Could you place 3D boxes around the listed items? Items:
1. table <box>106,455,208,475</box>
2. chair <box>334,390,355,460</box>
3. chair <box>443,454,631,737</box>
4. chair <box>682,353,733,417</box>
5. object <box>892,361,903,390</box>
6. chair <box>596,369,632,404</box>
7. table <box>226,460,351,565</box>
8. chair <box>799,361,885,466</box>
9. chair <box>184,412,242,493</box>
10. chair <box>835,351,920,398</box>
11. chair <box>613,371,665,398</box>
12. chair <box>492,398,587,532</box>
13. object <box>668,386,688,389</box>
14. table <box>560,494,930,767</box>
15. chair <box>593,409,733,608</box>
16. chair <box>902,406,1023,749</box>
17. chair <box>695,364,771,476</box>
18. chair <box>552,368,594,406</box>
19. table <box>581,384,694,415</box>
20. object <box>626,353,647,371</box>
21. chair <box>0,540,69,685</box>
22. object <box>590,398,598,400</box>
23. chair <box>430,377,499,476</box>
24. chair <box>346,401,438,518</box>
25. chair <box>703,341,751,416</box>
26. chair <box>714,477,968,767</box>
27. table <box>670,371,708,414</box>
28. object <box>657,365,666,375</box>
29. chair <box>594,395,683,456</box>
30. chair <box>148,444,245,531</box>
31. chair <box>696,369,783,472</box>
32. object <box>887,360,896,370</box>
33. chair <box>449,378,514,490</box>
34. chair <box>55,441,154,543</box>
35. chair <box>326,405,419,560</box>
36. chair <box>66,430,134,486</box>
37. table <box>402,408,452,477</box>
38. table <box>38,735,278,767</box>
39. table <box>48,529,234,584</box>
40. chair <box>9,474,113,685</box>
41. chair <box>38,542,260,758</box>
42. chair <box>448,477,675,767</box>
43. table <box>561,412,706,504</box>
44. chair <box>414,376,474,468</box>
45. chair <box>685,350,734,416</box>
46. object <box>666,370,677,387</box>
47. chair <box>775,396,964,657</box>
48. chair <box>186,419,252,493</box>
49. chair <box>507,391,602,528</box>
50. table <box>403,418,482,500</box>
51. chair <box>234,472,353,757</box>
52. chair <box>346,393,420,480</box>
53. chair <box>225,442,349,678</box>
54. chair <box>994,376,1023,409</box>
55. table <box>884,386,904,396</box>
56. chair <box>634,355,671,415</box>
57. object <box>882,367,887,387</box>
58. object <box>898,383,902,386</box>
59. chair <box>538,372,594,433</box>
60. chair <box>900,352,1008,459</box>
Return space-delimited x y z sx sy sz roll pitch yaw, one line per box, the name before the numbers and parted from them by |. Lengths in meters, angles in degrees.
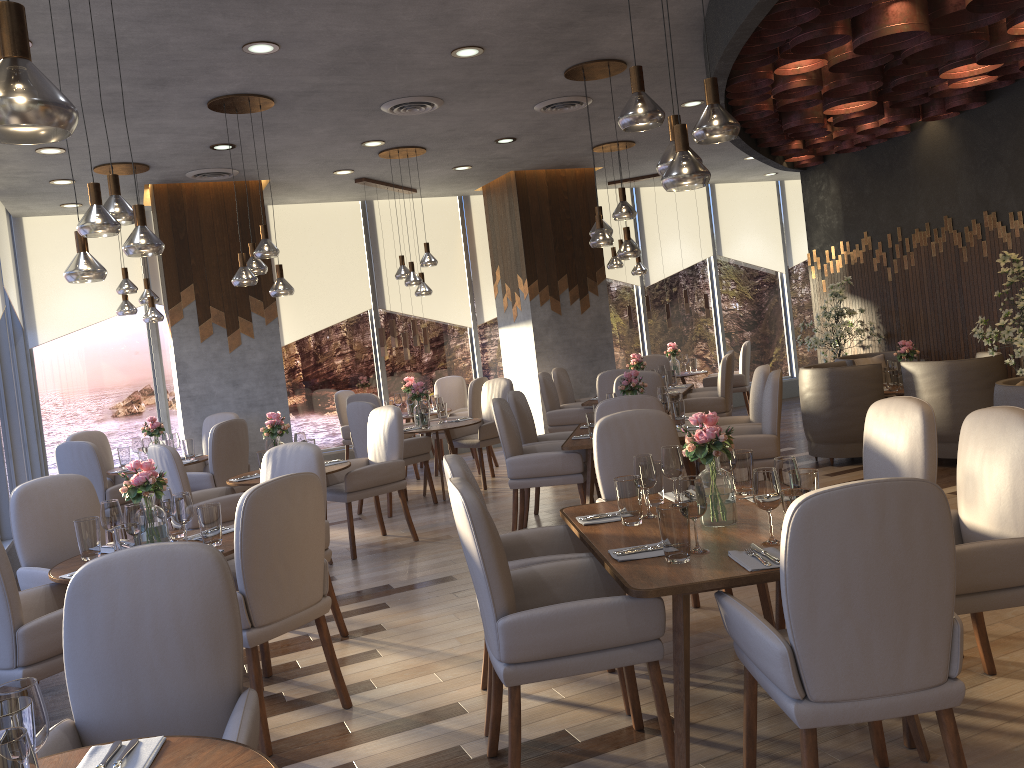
table | -2.972 1.010 7.579 0.835 0.661 0.833 -9 3 -36
chair | -1.619 0.544 9.989 0.599 0.999 0.529 -6 2 20
chair | 0.088 0.739 3.429 0.600 0.999 0.528 -7 2 -4
chair | 1.871 0.229 8.562 0.599 0.999 0.529 -6 2 21
object | 3.347 -0.074 7.678 0.092 0.244 0.092 -5 2 41
chair | 1.091 0.337 8.244 0.527 0.999 0.601 -6 2 20
table | -1.490 0.929 6.099 0.833 0.661 0.836 -5 3 27
chair | 2.832 0.250 7.705 0.595 0.836 0.775 -7 2 -3
chair | -2.750 0.788 8.054 0.527 0.999 0.601 -6 2 21
chair | 3.423 0.140 8.418 0.775 0.837 0.595 -7 2 -13
chair | 1.054 0.411 7.074 0.528 0.999 0.600 -6 2 8
chair | 0.215 0.565 6.094 0.599 0.999 0.529 -6 2 8
object | 1.687 0.035 9.185 0.255 0.019 0.158 -5 4 21
table | 0.781 0.837 3.232 0.965 0.665 1.308 -7 3 -6
chair | 0.675 0.634 4.053 0.528 0.999 0.600 -7 2 -9
chair | 1.467 0.606 3.006 0.600 0.999 0.528 -7 2 -4
chair | 1.605 0.388 6.404 0.599 0.999 0.529 -6 2 6
chair | 0.792 0.296 9.510 0.599 0.999 0.529 -6 2 20
table | 1.345 0.426 9.053 0.964 0.665 1.310 -6 3 18
object | 1.291 -0.108 9.065 0.210 0.415 0.198 -5 3 45
chair | -1.805 0.957 3.403 0.527 0.999 0.601 -5 2 29
object | 0.917 0.138 8.927 0.255 0.019 0.158 -5 4 19
chair | -0.523 0.446 9.523 0.599 0.999 0.529 -6 2 24
chair | -1.075 0.611 7.802 0.527 0.999 0.601 -5 3 43
chair | 2.699 -0.011 10.998 0.599 0.999 0.529 -6 2 20
chair | 0.885 0.709 2.395 0.528 0.999 0.600 -7 2 -4
table | 2.103 0.210 11.269 0.835 0.661 0.833 -8 3 -32
object | 1.579 -0.074 9.318 0.092 0.244 0.092 -7 2 -27
chair | 0.786 0.540 5.428 0.528 0.999 0.601 -6 2 13
chair | -1.950 0.836 5.714 0.601 0.999 0.527 -8 3 -42
chair | 1.520 0.431 5.842 0.599 0.999 0.529 -6 2 13
object | 3.389 -0.092 7.887 0.092 0.244 0.092 -5 2 44
chair | -0.263 0.469 8.624 0.527 0.999 0.601 -5 3 44
chair | -3.181 0.902 6.978 0.527 0.999 0.601 -6 2 21
chair | -1.078 0.691 6.471 0.601 0.999 0.527 -8 3 -41
chair | -3.492 0.892 7.741 0.599 0.999 0.529 -6 2 25
table | -1.046 0.658 9.800 0.834 0.661 0.835 -7 3 -3
table | -0.773 1.120 1.511 0.835 0.661 0.834 -8 3 -21
table | -1.528 1.064 3.895 0.835 0.661 0.833 -8 3 -24
chair | -1.994 0.931 4.205 0.599 0.999 0.529 -5 2 34
chair | -0.852 0.928 2.055 0.528 0.999 0.600 -7 2 -9
chair | 0.147 0.765 2.866 0.600 0.999 0.528 -7 2 -9
table | 0.931 0.640 6.261 0.964 0.665 1.309 -6 3 10
chair | -0.792 0.427 10.349 0.527 0.999 0.601 -6 2 24
chair | 2.027 0.178 9.109 0.599 0.999 0.529 -6 2 13
object | 1.687 -0.055 9.349 0.102 0.178 0.102 -8 3 -43
chair | 1.387 0.581 3.570 0.600 0.999 0.528 -7 2 -11
chair | -2.450 0.802 7.241 0.599 0.999 0.529 -6 2 24
chair | 0.321 0.520 6.649 0.599 0.999 0.529 -6 2 13
table | -0.659 0.708 8.203 0.833 0.661 0.836 -4 4 41
chair | -1.042 0.861 3.548 0.599 0.999 0.529 -5 2 33
chair | -1.354 0.561 9.190 0.527 0.999 0.601 -6 2 27
chair | -1.213 0.830 4.397 0.527 0.999 0.601 -5 2 30
chair | 3.048 0.390 4.944 0.595 0.836 0.776 -6 2 17
table | 3.523 0.306 7.772 0.835 0.561 0.833 -8 3 -30
chair | 1.565 0.189 9.826 0.528 0.999 0.601 -6 2 15
object | 3.322 -0.056 7.971 0.102 0.178 0.102 -6 2 2
object | 3.485 0.002 8.033 0.157 0.019 0.255 -7 3 -4
chair | 0.618 0.348 8.973 0.599 0.999 0.529 -6 2 15
chair | 3.610 0.200 7.051 0.774 0.837 0.596 -7 2 -8
